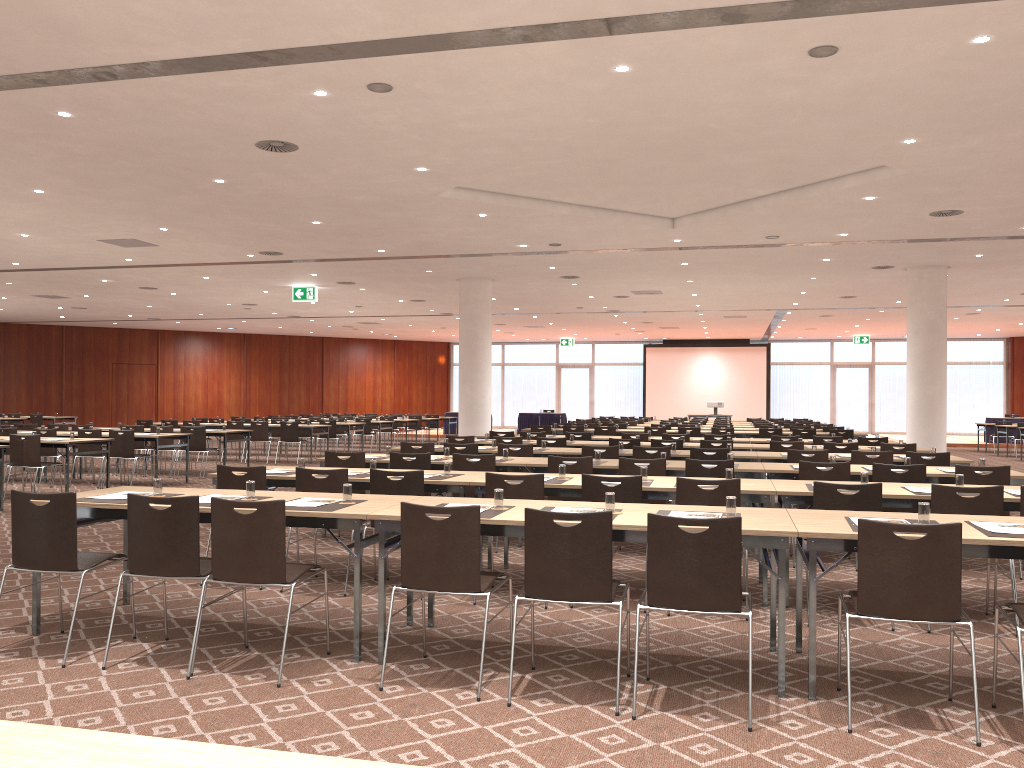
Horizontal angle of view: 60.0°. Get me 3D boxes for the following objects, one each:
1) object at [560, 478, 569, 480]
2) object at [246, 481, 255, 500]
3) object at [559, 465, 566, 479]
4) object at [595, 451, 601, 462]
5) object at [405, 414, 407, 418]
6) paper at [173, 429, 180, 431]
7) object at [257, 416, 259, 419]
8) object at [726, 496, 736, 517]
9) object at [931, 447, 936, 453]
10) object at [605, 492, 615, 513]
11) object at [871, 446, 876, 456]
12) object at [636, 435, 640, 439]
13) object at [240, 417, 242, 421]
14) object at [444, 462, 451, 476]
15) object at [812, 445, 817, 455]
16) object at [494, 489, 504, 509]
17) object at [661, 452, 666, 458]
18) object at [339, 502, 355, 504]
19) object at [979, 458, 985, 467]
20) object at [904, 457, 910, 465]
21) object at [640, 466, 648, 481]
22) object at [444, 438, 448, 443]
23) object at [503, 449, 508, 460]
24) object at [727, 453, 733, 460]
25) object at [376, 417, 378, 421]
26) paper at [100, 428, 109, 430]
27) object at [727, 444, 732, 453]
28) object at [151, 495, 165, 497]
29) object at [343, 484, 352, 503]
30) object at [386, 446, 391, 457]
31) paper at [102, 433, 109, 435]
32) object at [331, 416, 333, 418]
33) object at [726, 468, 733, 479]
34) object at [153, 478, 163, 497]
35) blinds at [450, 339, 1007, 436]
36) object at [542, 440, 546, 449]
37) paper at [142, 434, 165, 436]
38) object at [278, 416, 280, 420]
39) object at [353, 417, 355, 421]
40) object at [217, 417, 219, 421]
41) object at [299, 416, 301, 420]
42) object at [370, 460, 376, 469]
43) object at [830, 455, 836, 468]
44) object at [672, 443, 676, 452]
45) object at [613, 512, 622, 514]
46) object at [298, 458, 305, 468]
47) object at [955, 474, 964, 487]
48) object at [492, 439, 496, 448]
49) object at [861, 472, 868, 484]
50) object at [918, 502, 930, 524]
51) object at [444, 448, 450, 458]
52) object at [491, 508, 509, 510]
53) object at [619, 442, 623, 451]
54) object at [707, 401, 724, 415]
[{"bbox_3d":[0.413,0.760,7.090,0.102,0.001,0.102,1,-1,-20],"label":"object"},{"bbox_3d":[-1.635,0.663,5.545,0.054,0.114,0.054,1,-1,-43],"label":"object"},{"bbox_3d":[0.402,0.702,7.091,0.054,0.114,0.054,0,0,2],"label":"object"},{"bbox_3d":[0.875,0.737,9.033,0.054,0.114,0.054,1,-1,-43],"label":"object"},{"bbox_3d":[-3.352,1.020,28.082,0.054,0.114,0.054,0,0,2],"label":"object"},{"bbox_3d":[-6.269,0.876,16.833,0.460,0.003,0.565,0,-1,15],"label":"paper"},{"bbox_3d":[-7.136,0.942,24.883,0.054,0.114,0.054,1,0,-20],"label":"object"},{"bbox_3d":[1.195,0.671,4.838,0.054,0.114,0.054,1,0,-20],"label":"object"},{"bbox_3d":[4.820,0.782,10.144,0.054,0.114,0.054,0,0,2],"label":"object"},{"bbox_3d":[0.553,0.669,4.998,0.054,0.114,0.054,1,0,-20],"label":"object"},{"bbox_3d":[4.194,0.780,10.285,0.054,0.114,0.054,1,0,-20],"label":"object"},{"bbox_3d":[1.832,0.807,12.932,0.054,0.114,0.054,1,-1,-43],"label":"object"},{"bbox_3d":[-6.975,0.909,22.796,0.054,0.114,0.054,1,-1,-43],"label":"object"},{"bbox_3d":[-0.535,0.700,7.321,0.054,0.114,0.054,1,-1,-43],"label":"object"},{"bbox_3d":[3.562,0.779,10.453,0.054,0.114,0.054,1,0,-20],"label":"object"},{"bbox_3d":[-0.076,0.667,5.148,0.054,0.114,0.054,1,0,-20],"label":"object"},{"bbox_3d":[1.517,0.739,8.882,0.054,0.114,0.054,1,-1,-43],"label":"object"},{"bbox_3d":[-0.998,0.722,5.375,0.102,0.001,0.102,1,-1,-20],"label":"object"},{"bbox_3d":[4.349,0.747,8.206,0.054,0.114,0.054,1,0,-20],"label":"object"},{"bbox_3d":[3.722,0.745,8.349,0.054,0.114,0.054,1,0,-20],"label":"object"},{"bbox_3d":[1.035,0.704,6.956,0.054,0.114,0.054,0,0,2],"label":"object"},{"bbox_3d":[-0.857,0.766,11.530,0.054,0.114,0.054,0,0,2],"label":"object"},{"bbox_3d":[-0.067,0.735,9.271,0.054,0.114,0.054,1,0,-20],"label":"object"},{"bbox_3d":[2.146,0.741,8.725,0.054,0.114,0.054,1,-1,-43],"label":"object"},{"bbox_3d":[-3.659,0.952,24.039,0.054,0.114,0.054,0,0,2],"label":"object"},{"bbox_3d":[-7.849,0.872,17.251,0.460,0.003,0.565,0,-1,14],"label":"paper"},{"bbox_3d":[2.614,0.776,10.671,0.054,0.114,0.054,1,-1,-43],"label":"object"},{"bbox_3d":[-2.274,0.719,5.682,0.102,0.001,0.102,1,-1,-20],"label":"object"},{"bbox_3d":[-1.000,0.665,5.391,0.054,0.114,0.054,1,0,-20],"label":"object"},{"bbox_3d":[-1.332,0.732,9.589,0.054,0.114,0.054,1,-1,-43],"label":"object"},{"bbox_3d":[-6.751,0.841,14.918,0.460,0.003,0.565,0,-1,12],"label":"paper"},{"bbox_3d":[-4.937,0.949,24.351,0.054,0.114,0.054,0,0,2],"label":"object"},{"bbox_3d":[1.666,0.706,6.798,0.054,0.114,0.054,0,0,2],"label":"object"},{"bbox_3d":[-2.270,0.661,5.684,0.054,0.114,0.054,1,0,-20],"label":"object"},{"bbox_3d":[8.259,0.108,37.399,22.851,3.816,0.115,0,0,14],"label":"blinds"},{"bbox_3d":[0.401,0.770,11.214,0.054,0.114,0.054,1,0,-20],"label":"object"},{"bbox_3d":[-6.101,0.843,14.769,0.460,0.003,0.565,0,-1,13],"label":"paper"},{"bbox_3d":[-6.498,0.944,24.737,0.054,0.114,0.054,1,0,-20],"label":"object"},{"bbox_3d":[-4.309,0.950,24.192,0.054,0.114,0.054,0,0,2],"label":"object"},{"bbox_3d":[-7.616,0.908,22.949,0.054,0.114,0.054,1,-1,-43],"label":"object"},{"bbox_3d":[-5.866,0.946,24.578,0.054,0.114,0.054,1,0,-20],"label":"object"},{"bbox_3d":[-1.173,0.698,7.491,0.054,0.114,0.054,0,0,25],"label":"object"},{"bbox_3d":[3.079,0.744,8.511,0.054,0.114,0.054,0,0,25],"label":"object"},{"bbox_3d":[1.977,0.774,10.829,0.054,0.114,0.054,0,0,2],"label":"object"},{"bbox_3d":[0.572,0.727,5.001,0.102,0.001,0.102,1,-1,-20],"label":"object"},{"bbox_3d":[-1.810,0.696,7.631,0.054,0.114,0.054,0,0,2],"label":"object"},{"bbox_3d":[3.240,0.710,6.418,0.054,0.114,0.054,1,-1,-43],"label":"object"},{"bbox_3d":[-0.231,0.768,11.377,0.054,0.114,0.054,0,0,2],"label":"object"},{"bbox_3d":[2.610,0.709,6.565,0.054,0.114,0.054,1,-1,-43],"label":"object"},{"bbox_3d":[2.143,0.674,4.615,0.054,0.114,0.054,1,-1,-43],"label":"object"},{"bbox_3d":[-0.692,0.733,9.426,0.054,0.114,0.054,1,0,-20],"label":"object"},{"bbox_3d":[-0.071,0.725,5.157,0.102,0.001,0.102,1,-1,-20],"label":"object"},{"bbox_3d":[1.352,0.772,10.989,0.054,0.114,0.054,0,0,2],"label":"object"},{"bbox_3d":[7.090,0.839,30.869,0.576,0.472,0.614,0,-1,14],"label":"object"}]
